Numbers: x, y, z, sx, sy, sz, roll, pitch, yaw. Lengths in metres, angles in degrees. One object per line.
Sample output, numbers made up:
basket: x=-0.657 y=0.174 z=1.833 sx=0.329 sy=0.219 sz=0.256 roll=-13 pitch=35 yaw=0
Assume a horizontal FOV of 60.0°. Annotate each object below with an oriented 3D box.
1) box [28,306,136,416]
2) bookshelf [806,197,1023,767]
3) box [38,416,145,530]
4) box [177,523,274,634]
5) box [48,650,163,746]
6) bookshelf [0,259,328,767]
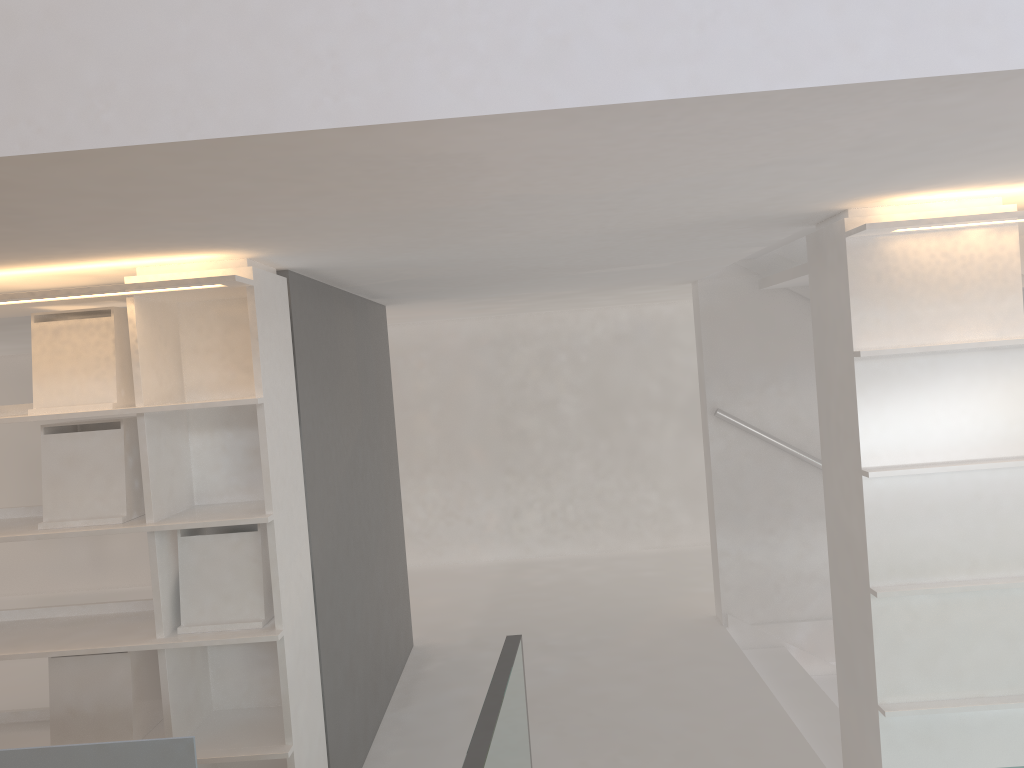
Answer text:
box: x=-1.268 y=-0.070 z=2.661 sx=0.245 sy=0.296 sz=0.274 roll=-4 pitch=1 yaw=1
bookshelf: x=2.813 y=0.285 z=2.558 sx=3.666 sy=1.836 sz=0.397 roll=-4 pitch=1 yaw=1
box: x=-1.243 y=0.256 z=2.669 sx=0.245 sy=0.296 sz=0.274 roll=-4 pitch=1 yaw=1
box: x=-0.843 y=0.555 z=2.667 sx=0.245 sy=0.296 sz=0.274 roll=-4 pitch=1 yaw=1
box: x=-1.231 y=0.915 z=2.686 sx=0.245 sy=0.296 sz=0.274 roll=-4 pitch=1 yaw=1
bookshelf: x=-2.139 y=0.673 z=2.632 sx=2.984 sy=1.836 sz=0.498 roll=-4 pitch=1 yaw=1
